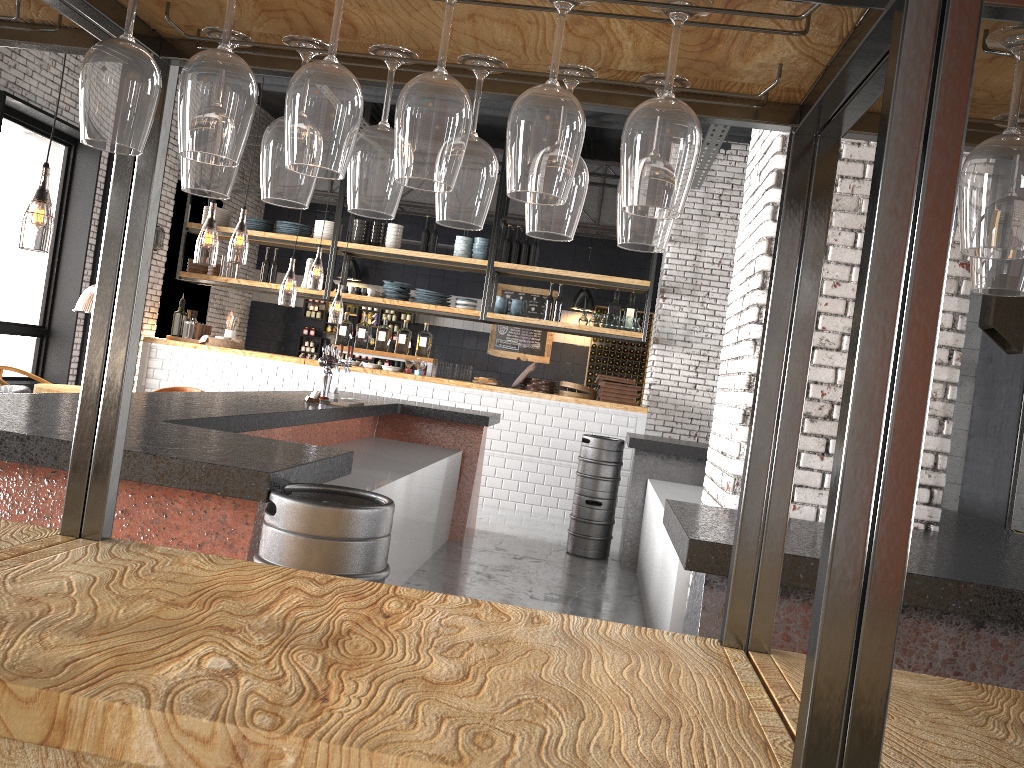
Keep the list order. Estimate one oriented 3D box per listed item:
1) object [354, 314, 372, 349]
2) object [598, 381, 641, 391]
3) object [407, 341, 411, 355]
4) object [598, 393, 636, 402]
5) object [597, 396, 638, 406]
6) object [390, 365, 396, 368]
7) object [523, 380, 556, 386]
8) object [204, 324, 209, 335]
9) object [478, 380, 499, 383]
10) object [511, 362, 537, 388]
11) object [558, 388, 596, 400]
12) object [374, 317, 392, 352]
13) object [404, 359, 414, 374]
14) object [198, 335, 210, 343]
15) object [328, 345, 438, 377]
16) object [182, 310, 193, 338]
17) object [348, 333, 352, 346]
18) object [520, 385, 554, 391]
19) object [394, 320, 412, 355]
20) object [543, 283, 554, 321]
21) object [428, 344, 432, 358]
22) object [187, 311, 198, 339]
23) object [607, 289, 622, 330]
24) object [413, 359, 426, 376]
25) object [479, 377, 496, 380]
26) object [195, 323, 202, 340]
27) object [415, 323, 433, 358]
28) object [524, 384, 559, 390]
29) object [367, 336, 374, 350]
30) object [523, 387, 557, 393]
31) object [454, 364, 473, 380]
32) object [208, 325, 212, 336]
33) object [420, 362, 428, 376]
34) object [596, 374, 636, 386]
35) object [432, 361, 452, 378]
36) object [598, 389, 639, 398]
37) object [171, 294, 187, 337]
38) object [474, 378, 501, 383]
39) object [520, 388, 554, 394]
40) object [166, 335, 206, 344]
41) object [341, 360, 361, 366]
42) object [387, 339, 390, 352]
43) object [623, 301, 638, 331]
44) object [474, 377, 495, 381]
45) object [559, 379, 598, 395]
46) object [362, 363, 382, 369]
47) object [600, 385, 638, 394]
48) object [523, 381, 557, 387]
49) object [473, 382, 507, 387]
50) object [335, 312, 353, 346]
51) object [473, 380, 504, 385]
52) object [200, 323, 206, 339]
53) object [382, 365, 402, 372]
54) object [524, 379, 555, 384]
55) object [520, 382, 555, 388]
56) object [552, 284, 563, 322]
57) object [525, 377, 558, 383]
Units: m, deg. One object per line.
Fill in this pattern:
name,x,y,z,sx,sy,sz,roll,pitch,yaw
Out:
object,-1.750,-0.617,10.467,0.154,0.404,0.154,8,0,5
object,1.211,0.020,10.031,0.405,0.044,0.636,8,1,-1
object,-1.197,-0.417,10.333,0.024,0.164,0.062,8,0,-4
object,1.193,0.151,10.029,0.405,0.044,0.635,8,1,8
object,1.187,0.195,10.029,0.405,0.044,0.636,8,1,1
object,-1.344,-0.199,9.997,0.039,0.021,0.203,8,1,-17
object,0.329,-0.012,10.171,0.406,0.019,0.459,8,1,-42
object,-3.694,-0.600,10.676,0.056,0.249,0.056,8,-1,-32
object,-0.267,-0.028,10.196,0.215,0.013,0.521,8,1,2
object,0.142,-0.099,10.085,0.241,0.338,0.488,8,0,-8
object,0.742,0.105,10.087,0.437,0.097,0.436,8,1,31
object,-1.510,-0.583,10.450,0.154,0.404,0.154,8,0,5
object,-1.175,-0.199,10.102,0.122,0.165,0.112,8,0,40
object,-3.513,-0.511,10.396,0.187,0.111,0.283,8,0,42
object,-1.544,-0.106,10.442,1.250,0.551,0.314,8,0,6
object,-3.845,-0.695,10.527,0.070,0.368,0.107,8,-1,5
object,-1.903,-0.517,10.406,0.032,0.164,0.080,8,0,-23
object,0.311,0.051,10.173,0.459,0.019,0.406,8,1,34
object,-1.270,-0.549,10.421,0.154,0.404,0.154,8,0,5
object,0.448,-0.972,10.577,0.098,0.471,0.098,8,-1,-6
object,-0.958,-0.383,10.306,0.034,0.164,0.061,8,-1,39
object,-3.781,-0.686,10.522,0.070,0.368,0.107,8,-1,5
object,1.223,-0.900,10.515,0.157,0.554,0.105,8,-1,10
object,-1.051,-0.193,10.019,0.128,0.189,0.123,8,0,15
object,-0.260,-0.061,10.036,0.184,0.011,0.254,8,1,27
object,-3.711,-0.601,10.503,0.056,0.249,0.056,8,-1,-32
object,-1.026,-0.515,10.400,0.154,0.404,0.154,8,0,5
object,0.307,0.034,10.174,0.457,0.019,0.407,8,1,-26
object,-1.667,-0.483,10.398,0.077,0.164,0.039,8,-1,-40
object,0.329,0.070,10.163,0.406,0.019,0.458,8,1,-22
object,-0.568,-0.136,10.283,0.181,0.168,0.170,8,0,-14
object,-3.685,-0.600,10.762,0.056,0.249,0.056,8,-1,-32
object,-1.031,-0.179,10.144,0.122,0.165,0.112,8,0,-30
object,1.160,-0.032,9.974,0.406,0.094,0.636,8,1,3
object,-0.802,-0.168,10.215,0.181,0.168,0.170,8,0,16
object,1.199,0.107,10.030,0.405,0.044,0.636,8,1,2
object,-3.935,-0.802,10.525,0.106,0.554,0.156,8,-1,5
object,-0.256,-0.040,10.197,0.230,0.016,0.556,8,1,12
object,0.311,0.083,10.171,0.459,0.019,0.406,8,1,41
object,-3.850,-0.518,10.627,0.411,0.050,0.411,8,1,5
object,-1.839,-0.240,10.134,0.216,0.059,0.324,8,0,6
object,-1.439,-0.451,10.381,0.031,0.164,0.046,8,-1,31
object,1.399,-0.800,10.509,0.157,0.406,0.105,8,-1,10
object,-0.293,-0.056,10.107,0.172,0.010,0.368,8,1,16
object,0.755,0.039,10.090,0.439,0.154,0.437,8,1,-37
object,-1.601,-0.204,10.131,0.216,0.056,0.324,8,0,6
object,1.205,0.064,10.030,0.405,0.044,0.635,8,1,6
object,0.301,0.000,10.172,0.457,0.019,0.407,8,1,-42
object,-0.223,0.008,10.150,0.457,0.019,0.407,8,1,-43
object,-1.978,-0.650,10.499,0.154,0.404,0.154,8,0,5
object,-0.261,-0.015,10.201,0.277,0.019,0.513,8,1,11
object,-3.702,-0.600,10.589,0.056,0.249,0.056,8,-1,-32
object,-1.374,-0.174,10.091,0.216,0.060,0.324,8,0,6
object,0.326,-0.029,10.173,0.459,0.019,0.406,8,1,39
object,0.282,0.014,10.162,0.407,0.019,0.458,8,1,19
object,0.554,-0.957,10.566,0.098,0.471,0.098,8,-1,13
object,0.310,-0.047,10.174,0.457,0.019,0.407,8,1,-38
